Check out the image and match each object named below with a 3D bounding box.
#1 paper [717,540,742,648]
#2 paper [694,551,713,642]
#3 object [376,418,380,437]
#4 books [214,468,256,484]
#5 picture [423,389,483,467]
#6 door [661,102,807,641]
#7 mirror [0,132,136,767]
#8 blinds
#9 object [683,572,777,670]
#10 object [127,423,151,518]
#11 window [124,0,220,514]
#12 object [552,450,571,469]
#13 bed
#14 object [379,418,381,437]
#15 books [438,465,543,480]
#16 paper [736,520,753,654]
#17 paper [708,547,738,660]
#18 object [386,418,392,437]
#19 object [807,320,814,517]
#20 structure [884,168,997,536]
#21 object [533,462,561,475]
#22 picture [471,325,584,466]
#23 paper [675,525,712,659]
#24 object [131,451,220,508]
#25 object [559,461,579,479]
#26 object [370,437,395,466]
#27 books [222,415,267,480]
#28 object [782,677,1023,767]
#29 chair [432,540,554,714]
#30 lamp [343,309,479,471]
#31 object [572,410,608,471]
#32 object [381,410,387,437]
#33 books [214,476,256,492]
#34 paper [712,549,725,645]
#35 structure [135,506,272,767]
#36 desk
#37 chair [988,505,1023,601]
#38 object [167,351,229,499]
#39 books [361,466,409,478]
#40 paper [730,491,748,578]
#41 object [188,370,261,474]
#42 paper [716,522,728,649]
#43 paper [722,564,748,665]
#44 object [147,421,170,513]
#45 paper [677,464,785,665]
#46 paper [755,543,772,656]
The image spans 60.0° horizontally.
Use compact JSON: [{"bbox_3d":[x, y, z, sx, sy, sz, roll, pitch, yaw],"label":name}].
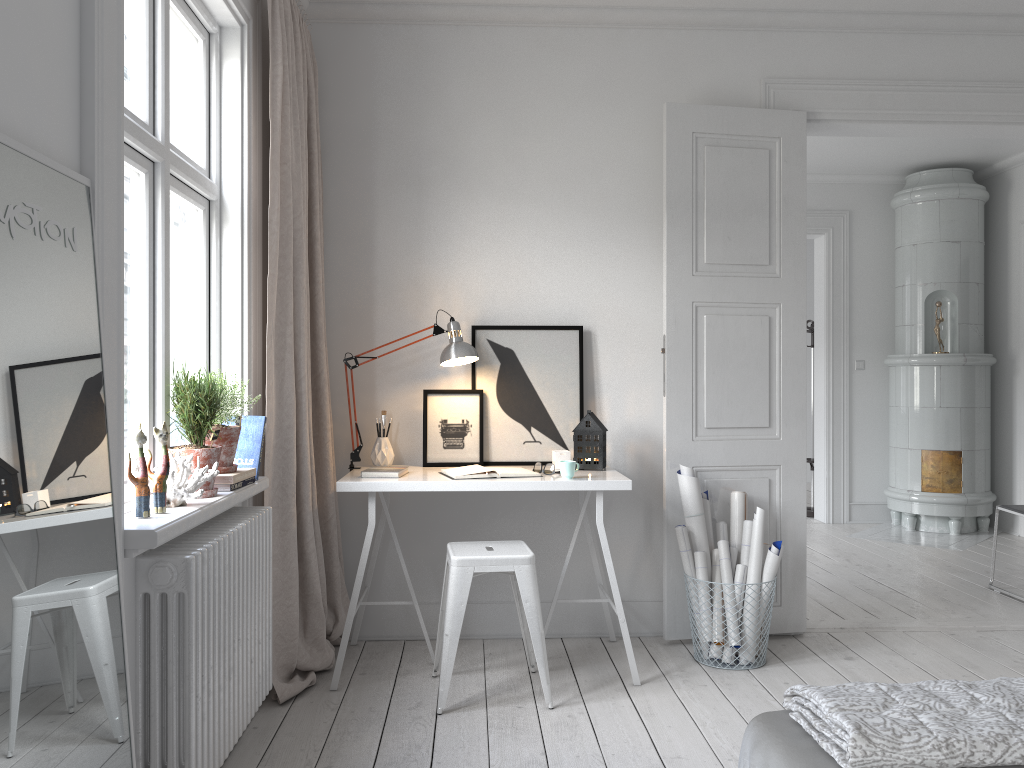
[{"bbox_3d":[0.889,0.855,3.627,0.049,0.403,0.244,0,0,0],"label":"paper"},{"bbox_3d":[0.787,0.869,3.634,0.047,0.361,0.129,0,0,-14],"label":"paper"},{"bbox_3d":[-0.575,0.251,3.838,0.008,0.207,0.054,0,0,-38],"label":"object"},{"bbox_3d":[-0.899,0.282,2.724,0.157,0.025,0.246,0,0,0],"label":"books"},{"bbox_3d":[-0.254,0.190,3.839,0.261,0.333,0.062,0,0,-3],"label":"picture"},{"bbox_3d":[0.982,-0.055,3.911,0.678,2.326,0.034,0,0,-12],"label":"door"},{"bbox_3d":[-0.786,0.369,1.450,0.145,1.554,0.669,0,0,-3],"label":"mirror"},{"bbox_3d":[-0.778,-0.207,3.446,0.225,2.680,0.831,0,0,-3],"label":"blinds"},{"bbox_3d":[0.898,0.958,3.659,0.374,0.351,0.374,0,0,-1],"label":"object"},{"bbox_3d":[-0.889,0.205,2.112,0.052,0.224,0.045,0,0,-27],"label":"object"},{"bbox_3d":[-1.003,-0.439,2.479,0.079,1.537,1.047,0,0,-3],"label":"window"},{"bbox_3d":[0.208,0.320,3.747,0.065,0.073,0.078,0,0,-7],"label":"object"},{"bbox_3d":[1.268,0.562,0.732,1.888,1.168,2.176,0,0,-3],"label":"bed"},{"bbox_3d":[-0.571,0.252,3.850,0.008,0.207,0.054,0,0,-15],"label":"object"},{"bbox_3d":[-0.084,0.343,3.481,0.358,0.029,0.291,0,0,-17],"label":"books"},{"bbox_3d":[0.977,0.851,3.714,0.060,0.553,0.153,0,0,43],"label":"paper"},{"bbox_3d":[0.874,0.903,3.668,0.054,0.432,0.253,0,0,33],"label":"paper"},{"bbox_3d":[-0.547,0.251,3.847,0.054,0.207,0.008,0,0,-20],"label":"object"},{"bbox_3d":[2.579,0.287,7.606,0.374,1.658,0.374,0,0,45],"label":"object"},{"bbox_3d":[3.307,-0.252,6.871,0.787,2.743,0.787,0,0,-20],"label":"structure"},{"bbox_3d":[0.160,0.335,3.525,0.133,0.047,0.114,0,0,-15],"label":"object"},{"bbox_3d":[0.068,0.050,3.895,0.493,0.614,0.062,0,0,-3],"label":"picture"},{"bbox_3d":[0.757,0.858,3.672,0.166,0.547,0.046,0,0,21],"label":"paper"},{"bbox_3d":[-0.872,0.249,2.321,0.186,0.149,0.212,0,0,6],"label":"object"},{"bbox_3d":[0.219,0.326,3.372,0.082,0.065,0.064,0,0,-4],"label":"object"},{"bbox_3d":[-0.561,0.293,3.839,0.101,0.126,0.101,0,0,-3],"label":"object"},{"bbox_3d":[-0.910,0.209,2.927,0.175,0.211,0.101,0,0,1],"label":"books"},{"bbox_3d":[1.238,0.582,1.575,1.460,0.104,0.405,0,0,-3],"label":"object"},{"bbox_3d":[-0.082,0.869,3.273,0.407,0.527,0.409,0,0,-8],"label":"chair"},{"bbox_3d":[-0.421,0.057,3.709,0.568,0.745,0.164,0,0,-7],"label":"lamp"},{"bbox_3d":[0.327,0.233,3.709,0.135,0.248,0.135,0,0,13],"label":"object"},{"bbox_3d":[-0.557,0.234,3.857,0.023,0.239,0.028,0,0,-6],"label":"object"},{"bbox_3d":[-0.905,0.306,2.729,0.156,0.022,0.245,0,0,1],"label":"books"},{"bbox_3d":[0.849,0.873,3.653,0.047,0.358,0.239,0,0,12],"label":"paper"},{"bbox_3d":[-0.870,0.700,2.480,0.216,0.600,0.935,0,0,-3],"label":"structure"},{"bbox_3d":[-0.108,0.745,3.595,1.163,0.776,0.641,0,0,-3],"label":"desk"},{"bbox_3d":[2.917,0.731,4.673,0.562,0.797,0.524,0,0,-3],"label":"chair"},{"bbox_3d":[-0.887,0.112,2.499,0.183,0.410,0.199,0,0,-42],"label":"object"},{"bbox_3d":[-0.497,0.345,3.486,0.149,0.024,0.207,0,0,4],"label":"books"},{"bbox_3d":[0.965,0.797,3.787,0.073,0.669,0.181,0,0,19],"label":"paper"},{"bbox_3d":[-0.896,0.111,2.724,0.210,0.318,0.220,0,0,35],"label":"object"},{"bbox_3d":[0.902,0.862,3.750,0.047,0.542,0.200,0,0,1],"label":"paper"},{"bbox_3d":[0.924,0.936,3.640,0.078,0.389,0.233,0,0,28],"label":"paper"},{"bbox_3d":[-0.873,0.204,2.191,0.052,0.224,0.045,0,0,39],"label":"object"},{"bbox_3d":[0.898,0.734,3.688,0.431,0.793,0.181,0,0,40],"label":"paper"},{"bbox_3d":[1.032,0.898,3.704,0.123,0.464,0.057,0,0,-31],"label":"paper"}]
